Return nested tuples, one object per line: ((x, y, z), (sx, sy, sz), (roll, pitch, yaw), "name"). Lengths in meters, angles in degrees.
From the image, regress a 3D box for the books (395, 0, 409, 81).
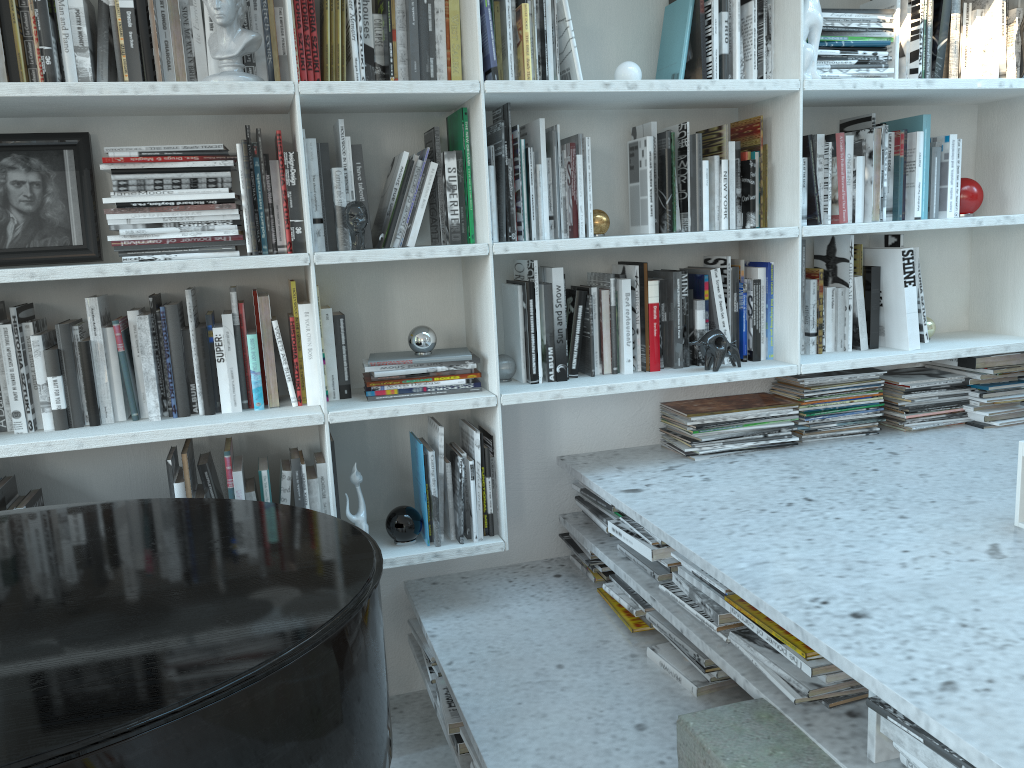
((-0.284, -0.836, 2.168), (0.033, 0.253, 0.174), (-6, 11, -15), "books")

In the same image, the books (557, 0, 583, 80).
((0.128, -0.851, 2.265), (0.051, 0.210, 0.176), (-6, 11, -15), "books")

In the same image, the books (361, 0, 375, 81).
((-0.361, -0.843, 2.160), (0.035, 0.279, 0.138), (-6, 11, -15), "books")

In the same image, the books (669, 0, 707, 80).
((0.469, -0.915, 2.372), (0.021, 0.265, 0.174), (-6, 11, -15), "books")

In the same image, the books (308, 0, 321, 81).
((-0.481, -0.818, 2.135), (0.013, 0.247, 0.176), (-6, 11, -15), "books")

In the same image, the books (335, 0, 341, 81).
((-0.421, -0.840, 2.116), (0.035, 0.294, 0.144), (-6, 11, -15), "books")

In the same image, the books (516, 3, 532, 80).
((0.011, -0.830, 2.227), (0.017, 0.192, 0.191), (-6, 10, -15), "books")

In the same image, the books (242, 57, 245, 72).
((-0.647, -0.799, 2.090), (0.021, 0.242, 0.103), (-6, 11, -15), "books")

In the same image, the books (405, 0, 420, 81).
((-0.254, -0.829, 2.152), (0.027, 0.242, 0.188), (-6, 11, -15), "books")

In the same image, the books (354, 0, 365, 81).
((-0.374, -0.846, 2.132), (0.019, 0.295, 0.163), (-6, 11, -15), "books")

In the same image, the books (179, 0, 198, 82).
((-0.745, -0.770, 2.057), (0.022, 0.207, 0.114), (-6, 11, -15), "books")

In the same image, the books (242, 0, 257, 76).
((-0.620, -0.807, 2.077), (0.025, 0.260, 0.130), (-6, 11, -15), "books")

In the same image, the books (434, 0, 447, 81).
((-0.190, -0.851, 2.191), (0.032, 0.267, 0.142), (-6, 11, -15), "books")

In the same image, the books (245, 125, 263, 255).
((-0.627, -0.466, 2.154), (0.011, 0.299, 0.130), (-6, 11, -15), "books")

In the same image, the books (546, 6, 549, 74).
((0.062, -0.880, 2.261), (0.006, 0.274, 0.166), (-6, 11, -15), "books")

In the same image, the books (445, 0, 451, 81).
((-0.176, -0.846, 2.211), (0.019, 0.248, 0.148), (-6, 11, -15), "books")

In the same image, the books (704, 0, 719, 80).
((0.502, -0.895, 2.378), (0.013, 0.219, 0.187), (-6, 11, -15), "books")

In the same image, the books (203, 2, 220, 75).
((-0.692, -0.771, 2.063), (0.035, 0.202, 0.149), (-6, 11, -15), "books")

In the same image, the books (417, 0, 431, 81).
((-0.232, -0.814, 2.170), (0.034, 0.205, 0.181), (-6, 10, -15), "books")

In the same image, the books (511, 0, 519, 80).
((-0.014, -0.865, 2.246), (0.013, 0.256, 0.144), (-6, 11, -15), "books")

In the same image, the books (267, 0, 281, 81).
((-0.566, -0.814, 2.098), (0.014, 0.261, 0.136), (-6, 11, -15), "books")

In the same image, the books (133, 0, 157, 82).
((-0.821, -0.755, 2.013), (0.029, 0.201, 0.178), (-6, 10, -15), "books")

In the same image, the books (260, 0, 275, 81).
((-0.576, -0.813, 2.083), (0.014, 0.266, 0.153), (-6, 11, -15), "books")

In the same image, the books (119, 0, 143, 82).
((-0.849, -0.764, 2.001), (0.029, 0.224, 0.185), (-6, 11, -15), "books")

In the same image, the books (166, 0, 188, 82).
((-0.764, -0.791, 2.031), (0.025, 0.259, 0.150), (-6, 11, -15), "books")

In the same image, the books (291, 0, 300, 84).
((-0.524, -0.815, 2.110), (0.014, 0.254, 0.160), (-6, 11, -15), "books")

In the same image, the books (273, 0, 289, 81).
((-0.551, -0.819, 2.110), (0.023, 0.265, 0.106), (-6, 11, -15), "books")

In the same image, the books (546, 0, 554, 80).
((0.070, -0.888, 2.263), (0.013, 0.288, 0.158), (-6, 11, -15), "books")

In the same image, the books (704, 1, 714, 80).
((0.493, -0.890, 2.376), (0.006, 0.210, 0.187), (-6, 10, -15), "books")

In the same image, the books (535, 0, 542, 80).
((0.045, -0.864, 2.263), (0.017, 0.243, 0.132), (-6, 11, -15), "books")

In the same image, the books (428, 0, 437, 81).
((-0.214, -0.837, 2.192), (0.028, 0.240, 0.145), (-6, 11, -15), "books")

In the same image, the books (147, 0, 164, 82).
((-0.800, -0.778, 2.004), (0.012, 0.245, 0.185), (-6, 11, -15), "books")

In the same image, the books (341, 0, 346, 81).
((-0.413, -0.844, 2.134), (0.035, 0.294, 0.144), (-6, 11, -15), "books")

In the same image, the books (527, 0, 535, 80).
((0.026, -0.845, 2.256), (0.014, 0.209, 0.156), (-6, 11, -15), "books")

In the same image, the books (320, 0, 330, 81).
((-0.446, -0.839, 2.113), (0.035, 0.294, 0.144), (-6, 11, -15), "books")

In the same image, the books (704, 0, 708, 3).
((0.508, -0.936, 2.390), (0.013, 0.296, 0.153), (-6, 11, -15), "books")

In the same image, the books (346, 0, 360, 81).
((-0.390, -0.814, 2.136), (0.015, 0.232, 0.179), (-6, 11, -15), "books")

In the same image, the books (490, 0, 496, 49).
((-0.064, -0.855, 2.240), (0.007, 0.245, 0.145), (-6, 11, -15), "books")

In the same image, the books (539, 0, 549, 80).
((0.058, -0.877, 2.255), (0.006, 0.270, 0.178), (-6, 11, -15), "books")

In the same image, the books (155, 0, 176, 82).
((-0.792, -0.777, 2.045), (0.025, 0.230, 0.142), (-6, 11, -15), "books")

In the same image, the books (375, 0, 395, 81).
((-0.308, -0.850, 2.136), (0.019, 0.293, 0.182), (-6, 11, -15), "books")

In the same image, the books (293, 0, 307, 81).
((-0.509, -0.817, 2.116), (0.015, 0.256, 0.150), (-6, 11, -15), "books")

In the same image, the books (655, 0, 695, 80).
((0.432, -0.900, 2.371), (0.056, 0.241, 0.153), (-6, 11, -15), "books")

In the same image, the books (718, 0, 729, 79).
((0.534, -0.920, 2.385), (0.018, 0.264, 0.164), (-6, 11, -15), "books")

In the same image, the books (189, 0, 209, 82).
((-0.723, -0.797, 2.052), (0.024, 0.259, 0.126), (-6, 11, -15), "books")

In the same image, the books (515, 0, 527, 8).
((0.015, -0.860, 2.250), (0.008, 0.243, 0.168), (-6, 11, -15), "books")

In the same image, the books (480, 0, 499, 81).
((-0.080, -0.872, 2.212), (0.035, 0.288, 0.191), (-6, 11, -15), "books")

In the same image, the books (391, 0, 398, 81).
((-0.302, -0.876, 2.153), (0.021, 0.338, 0.169), (-6, 11, -15), "books")

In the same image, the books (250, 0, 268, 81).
((-0.600, -0.820, 2.092), (0.025, 0.279, 0.108), (-6, 11, -15), "books")

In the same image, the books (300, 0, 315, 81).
((-0.493, -0.813, 2.120), (0.014, 0.245, 0.145), (-6, 11, -15), "books")

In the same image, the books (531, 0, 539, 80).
((0.038, -0.846, 2.251), (0.007, 0.212, 0.158), (-6, 11, -15), "books")

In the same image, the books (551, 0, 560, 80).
((0.090, -0.875, 2.279), (0.007, 0.254, 0.160), (-6, 11, -15), "books")

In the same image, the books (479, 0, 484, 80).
((-0.101, -0.838, 2.222), (0.015, 0.220, 0.154), (-6, 11, -15), "books")

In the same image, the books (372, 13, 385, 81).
((-0.335, -0.798, 2.178), (0.030, 0.181, 0.131), (-6, 11, -15), "books")

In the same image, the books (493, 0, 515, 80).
((-0.033, -0.869, 2.209), (0.013, 0.279, 0.191), (-6, 11, -15), "books")

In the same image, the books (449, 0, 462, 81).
((-0.157, -0.858, 2.212), (0.033, 0.269, 0.141), (-6, 11, -15), "books")

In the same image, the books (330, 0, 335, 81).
((-0.437, -0.841, 2.127), (0.035, 0.294, 0.144), (-6, 11, -15), "books")
